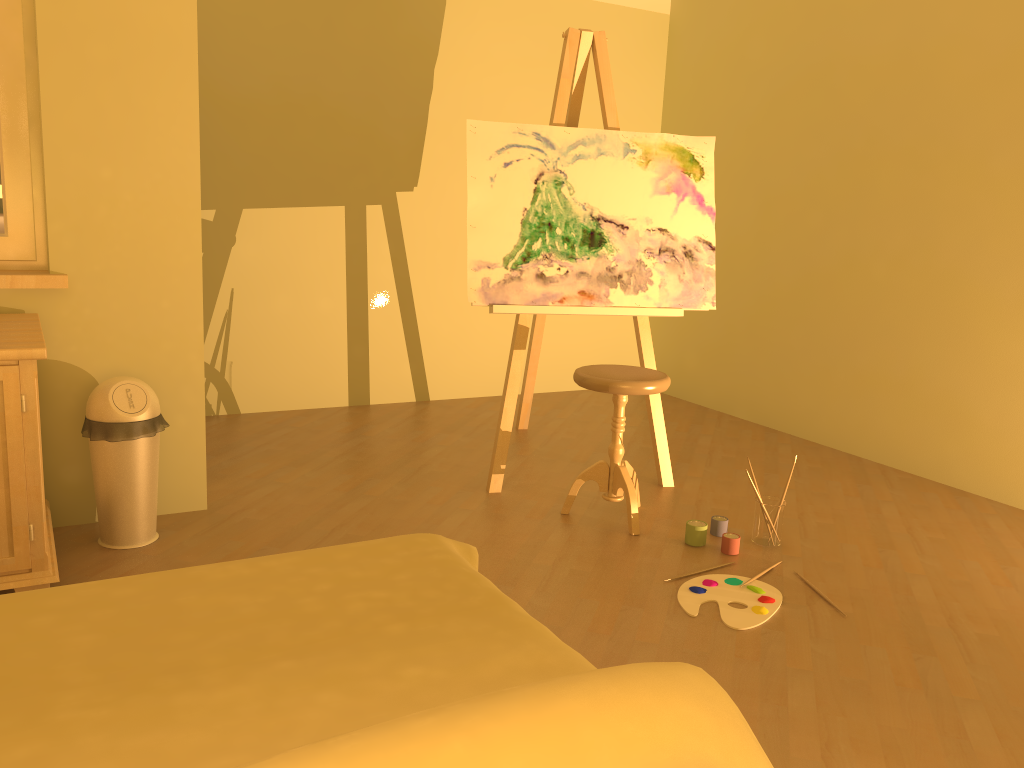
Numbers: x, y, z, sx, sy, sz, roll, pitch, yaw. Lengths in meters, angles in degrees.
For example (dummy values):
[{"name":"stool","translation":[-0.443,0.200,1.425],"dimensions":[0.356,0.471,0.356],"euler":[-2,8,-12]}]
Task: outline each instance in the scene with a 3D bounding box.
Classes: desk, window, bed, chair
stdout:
[{"name":"desk","translation":[-1.941,0.236,2.213],"dimensions":[1.396,0.720,0.684],"euler":[-4,13,-29]},{"name":"window","translation":[-2.143,-0.951,2.432],"dimensions":[1.486,1.263,0.142],"euler":[-4,13,-29]},{"name":"bed","translation":[-0.093,0.534,0.741],"dimensions":[1.286,0.894,2.378],"euler":[-4,13,-29]},{"name":"chair","translation":[0.385,0.229,3.243],"dimensions":[0.348,0.551,0.364],"euler":[-1,12,-18]}]

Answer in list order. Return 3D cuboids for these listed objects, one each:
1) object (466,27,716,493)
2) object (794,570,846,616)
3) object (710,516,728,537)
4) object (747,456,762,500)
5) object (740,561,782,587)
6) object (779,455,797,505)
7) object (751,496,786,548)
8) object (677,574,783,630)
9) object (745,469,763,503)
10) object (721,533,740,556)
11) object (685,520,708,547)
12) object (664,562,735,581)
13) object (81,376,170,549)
[{"name":"object","translation":[0.164,-0.506,3.732],"dimensions":[1.132,1.896,0.972],"euler":[13,15,42]},{"name":"object","translation":[0.940,0.638,2.720],"dimensions":[0.010,0.010,0.325],"euler":[1,12,-9]},{"name":"object","translation":[0.743,0.510,3.179],"dimensions":[0.060,0.060,0.060],"euler":[-8,16,-44]},{"name":"object","translation":[0.874,0.411,3.120],"dimensions":[0.010,0.286,0.159],"euler":[-5,14,-34]},{"name":"object","translation":[0.798,0.606,2.833],"dimensions":[0.010,0.015,0.325],"euler":[12,14,38]},{"name":"object","translation":[0.946,0.402,3.103],"dimensions":[0.069,0.319,0.010],"euler":[2,11,-3]},{"name":"object","translation":[0.897,0.483,3.104],"dimensions":[0.106,0.157,0.106],"euler":[10,13,31]},{"name":"object","translation":[0.646,0.635,2.651],"dimensions":[0.288,0.014,0.366],"euler":[10,13,31]},{"name":"object","translation":[0.869,0.424,3.072],"dimensions":[0.172,0.278,0.010],"euler":[-1,12,-17]},{"name":"object","translation":[0.742,0.544,3.012],"dimensions":[0.060,0.060,0.060],"euler":[13,15,41]},{"name":"object","translation":[0.639,0.518,3.078],"dimensions":[0.073,0.073,0.073],"euler":[-3,13,-25]},{"name":"object","translation":[0.604,0.598,2.835],"dimensions":[0.325,0.010,0.010],"euler":[-5,14,-34]},{"name":"object","translation":[-1.231,0.240,2.830],"dimensions":[0.248,0.535,0.255],"euler":[4,11,5]}]
